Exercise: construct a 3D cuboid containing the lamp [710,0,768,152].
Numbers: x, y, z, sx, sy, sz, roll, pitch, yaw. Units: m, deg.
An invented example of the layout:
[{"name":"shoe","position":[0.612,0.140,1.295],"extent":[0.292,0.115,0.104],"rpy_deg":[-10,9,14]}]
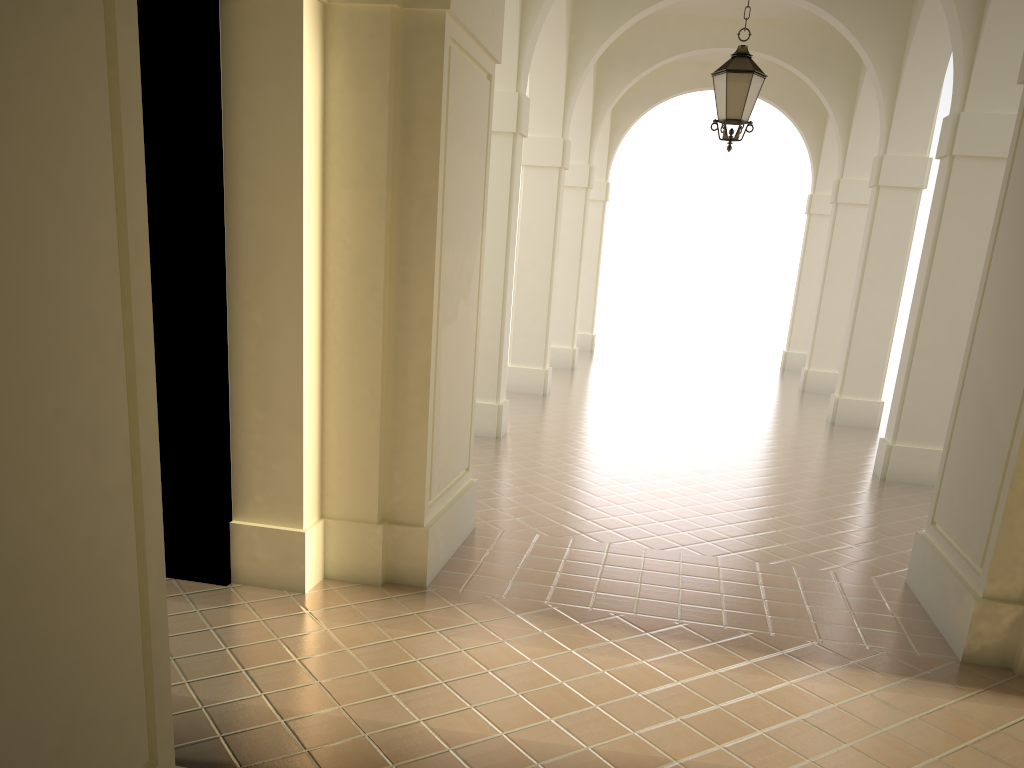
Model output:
[{"name":"lamp","position":[2.139,-3.813,7.681],"extent":[0.508,3.456,0.425],"rpy_deg":[7,17,10]}]
